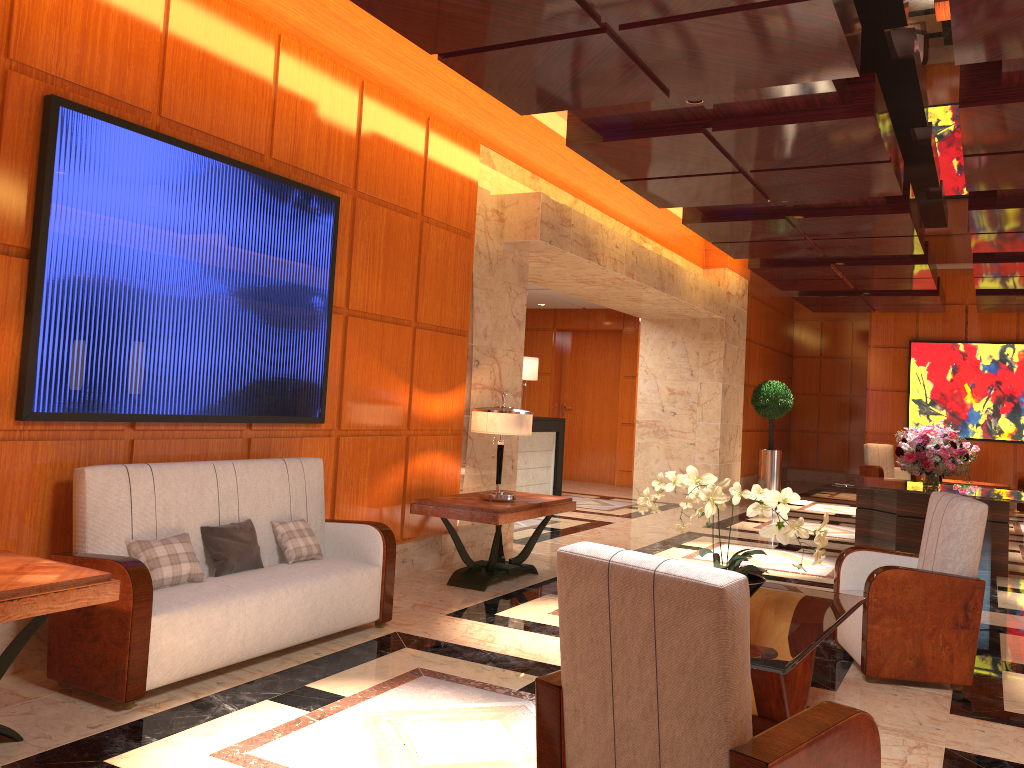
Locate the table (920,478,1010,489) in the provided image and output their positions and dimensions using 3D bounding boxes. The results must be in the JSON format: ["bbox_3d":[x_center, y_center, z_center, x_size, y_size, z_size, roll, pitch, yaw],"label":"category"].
[{"bbox_3d":[6.706,1.724,13.140,1.168,0.535,0.723,2,-2,28],"label":"table"}]

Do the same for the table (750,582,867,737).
[{"bbox_3d":[0.995,1.229,3.799,0.723,0.497,1.556,2,-2,31],"label":"table"}]

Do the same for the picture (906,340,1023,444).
[{"bbox_3d":[8.056,0.116,15.595,1.997,1.740,0.056,2,-4,28],"label":"picture"}]

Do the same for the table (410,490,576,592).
[{"bbox_3d":[-0.120,1.165,6.658,0.726,0.608,1.267,2,-2,29],"label":"table"}]

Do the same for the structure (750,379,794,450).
[{"bbox_3d":[4.352,0.772,14.902,0.722,1.716,0.720,3,-3,6],"label":"structure"}]

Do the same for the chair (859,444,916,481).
[{"bbox_3d":[6.566,1.545,15.534,0.737,0.963,0.627,4,-3,-13],"label":"chair"}]

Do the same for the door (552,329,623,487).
[{"bbox_3d":[1.350,0.385,15.590,1.286,2.703,0.339,2,-4,28],"label":"door"}]

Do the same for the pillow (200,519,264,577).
[{"bbox_3d":[-1.422,0.834,4.511,0.160,0.253,0.357,2,-2,25],"label":"pillow"}]

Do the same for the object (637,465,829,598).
[{"bbox_3d":[0.921,0.665,3.756,0.788,0.619,0.416,3,-3,6],"label":"object"}]

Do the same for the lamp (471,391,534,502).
[{"bbox_3d":[-0.083,0.455,6.550,0.458,0.812,0.457,1,-4,37],"label":"lamp"}]

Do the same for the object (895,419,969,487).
[{"bbox_3d":[4.102,0.672,8.663,0.650,0.660,0.678,2,-2,19],"label":"object"}]

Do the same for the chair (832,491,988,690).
[{"bbox_3d":[2.172,1.074,4.873,0.629,0.963,0.736,3,-3,7],"label":"chair"}]

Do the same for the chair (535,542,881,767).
[{"bbox_3d":[0.504,0.927,2.395,0.627,0.963,0.738,6,-4,-43],"label":"chair"}]

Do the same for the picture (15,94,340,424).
[{"bbox_3d":[-1.638,-0.520,4.783,0.056,1.455,1.992,1,-3,28],"label":"picture"}]

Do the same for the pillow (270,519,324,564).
[{"bbox_3d":[-1.181,0.870,4.887,0.202,0.230,0.273,2,-3,31],"label":"pillow"}]

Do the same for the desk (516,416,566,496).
[{"bbox_3d":[-0.369,0.974,11.559,0.942,1.143,2.919,2,-2,28],"label":"desk"}]

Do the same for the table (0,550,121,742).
[{"bbox_3d":[-2.111,0.975,2.950,0.726,0.608,1.267,2,-2,29],"label":"table"}]

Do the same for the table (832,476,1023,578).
[{"bbox_3d":[4.069,1.375,8.638,1.601,0.746,1.596,2,-2,28],"label":"table"}]

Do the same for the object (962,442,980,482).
[{"bbox_3d":[6.766,1.161,13.193,0.326,0.597,0.350,6,-4,-42],"label":"object"}]

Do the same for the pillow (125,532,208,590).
[{"bbox_3d":[-1.602,0.825,4.116,0.195,0.227,0.343,2,-2,33],"label":"pillow"}]

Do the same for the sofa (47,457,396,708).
[{"bbox_3d":[-1.354,0.876,4.493,0.613,0.934,1.794,2,-2,29],"label":"sofa"}]

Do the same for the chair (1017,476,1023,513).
[{"bbox_3d":[8.710,1.644,14.382,0.627,0.963,0.738,6,-4,-43],"label":"chair"}]

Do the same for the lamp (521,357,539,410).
[{"bbox_3d":[0.163,0.038,12.353,0.372,0.822,0.372,6,-4,-37],"label":"lamp"}]
